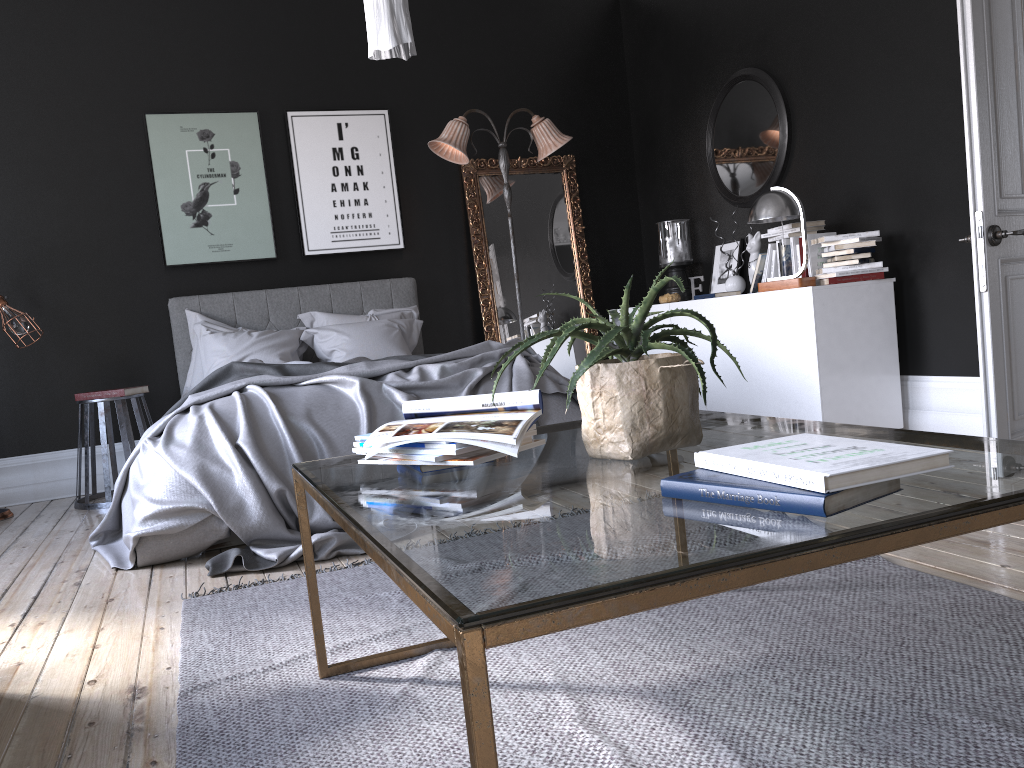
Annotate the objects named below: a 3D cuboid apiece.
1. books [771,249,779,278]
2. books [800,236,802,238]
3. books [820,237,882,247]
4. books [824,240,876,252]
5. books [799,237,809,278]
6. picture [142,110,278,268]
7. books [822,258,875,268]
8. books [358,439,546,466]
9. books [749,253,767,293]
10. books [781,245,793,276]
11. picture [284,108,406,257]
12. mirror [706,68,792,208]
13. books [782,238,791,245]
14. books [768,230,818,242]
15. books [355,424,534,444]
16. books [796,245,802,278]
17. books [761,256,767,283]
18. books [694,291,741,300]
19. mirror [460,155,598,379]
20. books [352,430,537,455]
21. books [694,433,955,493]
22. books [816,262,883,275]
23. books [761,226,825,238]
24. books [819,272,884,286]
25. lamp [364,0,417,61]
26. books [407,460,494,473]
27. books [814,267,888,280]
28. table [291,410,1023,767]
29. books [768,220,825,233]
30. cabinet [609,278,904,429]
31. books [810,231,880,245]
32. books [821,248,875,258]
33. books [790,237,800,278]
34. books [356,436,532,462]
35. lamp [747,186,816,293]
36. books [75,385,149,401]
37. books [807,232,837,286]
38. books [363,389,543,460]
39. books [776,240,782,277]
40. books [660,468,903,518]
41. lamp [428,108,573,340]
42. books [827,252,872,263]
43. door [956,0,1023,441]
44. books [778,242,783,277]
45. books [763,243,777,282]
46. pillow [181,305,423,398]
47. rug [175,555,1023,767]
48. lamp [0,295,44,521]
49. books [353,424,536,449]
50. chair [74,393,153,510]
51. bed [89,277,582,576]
[{"bbox_3d":[1.708,-0.717,5.554,0.195,0.256,0.091,-8,5,-20],"label":"books"},{"bbox_3d":[1.829,-0.737,5.295,0.221,0.307,0.030,-8,5,-20],"label":"books"},{"bbox_3d":[1.916,-0.801,5.006,0.220,0.024,0.307,-2,5,45],"label":"books"},{"bbox_3d":[1.901,-0.772,4.998,0.220,0.030,0.306,-6,4,10],"label":"books"},{"bbox_3d":[1.818,-0.728,5.254,0.235,0.296,0.038,-8,5,-20],"label":"books"},{"bbox_3d":[-2.150,-1.407,6.359,0.791,1.080,0.014,-8,5,-20],"label":"picture"},{"bbox_3d":[1.904,-0.683,5.015,0.203,0.029,0.268,-3,5,40],"label":"books"},{"bbox_3d":[-0.129,0.146,1.911,0.318,0.011,0.252,-3,5,36],"label":"books"},{"bbox_3d":[1.638,-0.711,5.659,0.202,0.247,0.158,-8,5,-20],"label":"books"},{"bbox_3d":[1.730,-0.712,5.376,0.204,0.270,0.029,-8,5,-20],"label":"books"},{"bbox_3d":[-1.247,-1.527,6.690,0.791,1.080,0.014,-8,5,-20],"label":"picture"},{"bbox_3d":[1.597,-1.681,6.094,0.061,0.926,0.923,-8,5,-20],"label":"mirror"},{"bbox_3d":[1.756,-0.737,5.412,0.220,0.308,0.024,-8,5,-20],"label":"books"},{"bbox_3d":[1.722,-0.906,5.444,0.195,0.026,0.258,-7,4,-10],"label":"books"},{"bbox_3d":[-0.152,0.103,1.957,0.252,0.011,0.318,-10,5,-43],"label":"books"},{"bbox_3d":[1.797,-0.711,5.315,0.195,0.259,0.026,-8,5,-20],"label":"books"},{"bbox_3d":[1.680,-0.713,5.631,0.195,0.245,0.132,-8,5,-20],"label":"books"},{"bbox_3d":[1.331,-0.575,5.747,0.193,0.030,0.289,-7,4,-14],"label":"books"},{"bbox_3d":[0.205,-0.750,7.182,0.990,2.195,0.254,-8,5,-20],"label":"mirror"},{"bbox_3d":[-0.148,0.125,1.932,0.318,0.011,0.252,-3,5,41],"label":"books"},{"bbox_3d":[0.449,0.112,1.320,0.220,0.024,0.307,-8,4,-20],"label":"books"},{"bbox_3d":[1.899,-0.652,5.011,0.318,0.031,0.228,-6,4,10],"label":"books"},{"bbox_3d":[1.720,-0.930,5.435,0.220,0.024,0.307,-8,4,-30],"label":"books"},{"bbox_3d":[1.902,-0.589,4.979,0.295,0.038,0.234,-6,4,7],"label":"books"},{"bbox_3d":[-0.534,-2.187,3.089,0.782,2.052,0.782,-4,5,23],"label":"lamp"},{"bbox_3d":[-0.155,0.162,1.972,0.162,0.023,0.231,-8,4,-19],"label":"books"},{"bbox_3d":[1.904,-0.622,4.985,0.319,0.025,0.228,-7,4,-10],"label":"books"},{"bbox_3d":[0.232,0.429,1.777,1.091,0.559,1.448,-8,4,-20],"label":"table"},{"bbox_3d":[1.742,-0.961,5.443,0.220,0.030,0.306,-7,4,-10],"label":"books"},{"bbox_3d":[1.490,-0.148,5.980,0.570,0.884,2.394,-8,4,-20],"label":"cabinet"},{"bbox_3d":[1.873,-0.822,4.996,0.306,0.030,0.220,-6,4,0],"label":"books"},{"bbox_3d":[1.897,-0.742,5.003,0.193,0.030,0.289,-2,5,44],"label":"books"},{"bbox_3d":[1.783,-0.735,5.339,0.220,0.308,0.024,-8,5,-20],"label":"books"},{"bbox_3d":[-0.154,0.136,1.947,0.252,0.011,0.318,-9,5,-38],"label":"books"},{"bbox_3d":[1.537,-0.837,5.102,0.328,0.591,0.340,-10,6,-40],"label":"lamp"},{"bbox_3d":[-2.573,0.059,5.714,0.346,0.045,0.275,-6,4,10],"label":"books"},{"bbox_3d":[1.830,-0.732,5.212,0.220,0.308,0.050,-8,5,-20],"label":"books"},{"bbox_3d":[-0.117,0.090,1.885,0.322,0.109,0.272,-5,4,15],"label":"books"},{"bbox_3d":[1.751,-0.743,5.505,0.221,0.307,0.030,-8,5,-20],"label":"books"},{"bbox_3d":[0.390,0.147,1.303,0.192,0.030,0.289,-9,5,-36],"label":"books"},{"bbox_3d":[0.031,-0.804,6.546,0.986,2.415,0.771,-5,5,13],"label":"lamp"},{"bbox_3d":[1.905,-0.713,5.020,0.193,0.030,0.289,-5,4,11],"label":"books"},{"bbox_3d":[2.149,-0.813,3.562,1.096,2.378,0.216,-9,6,-33],"label":"door"},{"bbox_3d":[1.725,-0.727,5.431,0.193,0.290,0.030,-8,5,-20],"label":"books"},{"bbox_3d":[1.693,-0.737,5.583,0.220,0.296,0.126,-8,5,-20],"label":"books"},{"bbox_3d":[-1.435,-0.243,6.206,1.828,0.761,0.679,-8,5,-20],"label":"pillow"},{"bbox_3d":[0.385,0.673,1.895,2.104,0.050,3.642,-8,4,-19],"label":"rug"},{"bbox_3d":[-3.645,-0.011,5.476,1.719,1.782,0.436,-5,5,18],"label":"lamp"},{"bbox_3d":[-0.149,0.113,1.950,0.318,0.011,0.252,-3,5,41],"label":"books"},{"bbox_3d":[-2.545,0.416,5.741,0.613,0.674,0.612,-4,5,24],"label":"chair"},{"bbox_3d":[-1.081,-0.024,5.162,2.761,1.300,3.283,-9,5,-31],"label":"bed"}]
